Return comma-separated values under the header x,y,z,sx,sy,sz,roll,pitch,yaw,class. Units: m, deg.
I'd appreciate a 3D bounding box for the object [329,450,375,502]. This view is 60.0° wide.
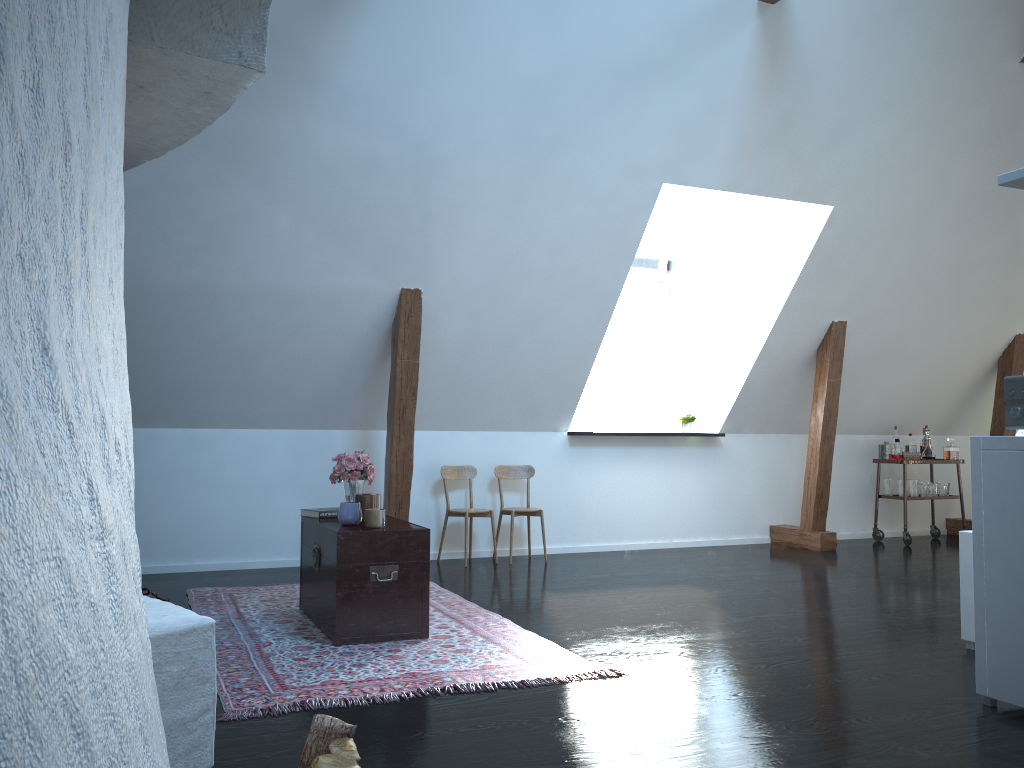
x,y,z,sx,sy,sz,roll,pitch,yaw,class
-0.832,0.514,4.593,0.234,0.351,0.235,-1,-4,27,object

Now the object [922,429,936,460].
x,y,z,sx,sy,sz,roll,pitch,yaw,class
3.695,0.548,7.867,0.114,0.292,0.114,-2,-4,39,object

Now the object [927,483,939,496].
x,y,z,sx,sy,sz,roll,pitch,yaw,class
3.758,0.945,7.915,0.095,0.119,0.095,-2,-4,29,object

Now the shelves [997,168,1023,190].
x,y,z,sx,sy,sz,roll,pitch,yaw,class
2.286,-0.771,2.563,0.478,0.038,1.604,2,-4,-23,shelves

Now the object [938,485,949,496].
x,y,z,sx,sy,sz,roll,pitch,yaw,class
3.856,0.957,7.929,0.092,0.099,0.092,-3,-5,45,object

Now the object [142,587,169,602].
x,y,z,sx,sy,sz,roll,pitch,yaw,class
-1.959,1.136,4.762,0.101,0.090,0.277,-1,-4,24,object

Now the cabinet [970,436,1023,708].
x,y,z,sx,sy,sz,roll,pitch,yaw,class
2.044,0.628,2.795,0.638,0.921,0.869,2,-4,-23,cabinet

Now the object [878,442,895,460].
x,y,z,sx,sy,sz,roll,pitch,yaw,class
3.359,0.608,7.946,0.135,0.182,0.052,0,-4,14,object

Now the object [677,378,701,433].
x,y,z,sx,sy,sz,roll,pitch,yaw,class
1.489,0.181,7.447,0.131,0.461,0.309,1,-3,-4,object

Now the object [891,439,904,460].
x,y,z,sx,sy,sz,roll,pitch,yaw,class
3.400,0.585,7.819,0.087,0.206,0.087,0,-3,2,object

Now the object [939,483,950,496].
x,y,z,sx,sy,sz,roll,pitch,yaw,class
3.912,0.953,8.025,0.095,0.119,0.095,-2,-4,29,object

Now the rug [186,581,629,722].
x,y,z,sx,sy,sz,roll,pitch,yaw,class
-0.747,1.155,4.299,1.512,0.029,2.647,2,-4,-23,rug

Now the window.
x,y,z,sx,sy,sz,roll,pitch,yaw,class
3.800,-1.805,5.637,8.018,4.249,5.959,2,-4,-23,window

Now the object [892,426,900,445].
x,y,z,sx,sy,sz,roll,pitch,yaw,class
3.466,0.541,8.005,0.073,0.320,0.073,3,-4,-32,object

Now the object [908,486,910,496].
x,y,z,sx,sy,sz,roll,pitch,yaw,class
3.540,0.958,7.974,0.092,0.099,0.092,-3,-5,45,object

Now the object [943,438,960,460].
x,y,z,sx,sy,sz,roll,pitch,yaw,class
3.963,0.597,7.995,0.101,0.211,0.101,1,-3,-8,object

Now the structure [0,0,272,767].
x,y,z,sx,sy,sz,roll,pitch,yaw,class
-1.609,-1.413,0.513,3.049,4.752,3.058,1,-4,-14,structure

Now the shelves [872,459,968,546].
x,y,z,sx,sy,sz,roll,pitch,yaw,class
3.663,1.043,7.961,0.803,0.732,0.438,2,-4,-27,shelves

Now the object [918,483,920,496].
x,y,z,sx,sy,sz,roll,pitch,yaw,class
3.638,0.950,8.017,0.095,0.119,0.095,-2,-4,29,object

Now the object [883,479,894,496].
x,y,z,sx,sy,sz,roll,pitch,yaw,class
3.373,0.927,7.943,0.087,0.155,0.087,-2,-4,40,object

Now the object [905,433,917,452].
x,y,z,sx,sy,sz,roll,pitch,yaw,class
3.644,0.580,8.104,0.099,0.257,0.067,1,-4,-18,object

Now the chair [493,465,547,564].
x,y,z,sx,sy,sz,roll,pitch,yaw,class
0.061,0.953,6.556,0.329,0.696,0.342,2,-4,-21,chair

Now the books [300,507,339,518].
x,y,z,sx,sy,sz,roll,pitch,yaw,class
-0.961,0.676,4.668,0.243,0.034,0.179,4,-5,-45,books

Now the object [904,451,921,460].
x,y,z,sx,sy,sz,roll,pitch,yaw,class
3.546,0.647,7.871,0.151,0.092,0.245,0,-3,6,object

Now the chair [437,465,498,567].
x,y,z,sx,sy,sz,roll,pitch,yaw,class
-0.319,0.942,6.418,0.329,0.696,0.342,3,-4,-40,chair

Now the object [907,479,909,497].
x,y,z,sx,sy,sz,roll,pitch,yaw,class
3.481,0.924,7.879,0.087,0.155,0.087,-2,-4,40,object

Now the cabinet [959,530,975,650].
x,y,z,sx,sy,sz,roll,pitch,yaw,class
2.574,0.901,3.835,1.069,0.507,0.623,2,-4,-23,cabinet

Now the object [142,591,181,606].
x,y,z,sx,sy,sz,roll,pitch,yaw,class
-1.867,1.129,4.631,0.277,0.090,0.101,3,-4,-34,object

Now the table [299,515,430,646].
x,y,z,sx,sy,sz,roll,pitch,yaw,class
-0.737,0.917,4.349,0.471,0.492,0.962,2,-4,-23,table

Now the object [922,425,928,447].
x,y,z,sx,sy,sz,roll,pitch,yaw,class
3.771,0.541,8.062,0.080,0.329,0.080,3,-4,-32,object

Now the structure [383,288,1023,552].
x,y,z,sx,sy,sz,roll,pitch,yaw,class
2.706,0.417,7.671,12.350,1.963,1.023,2,-4,-23,structure

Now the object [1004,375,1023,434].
x,y,z,sx,sy,sz,roll,pitch,yaw,class
2.031,0.073,3.014,0.496,0.211,0.435,2,-4,-23,object

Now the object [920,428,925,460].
x,y,z,sx,sy,sz,roll,pitch,yaw,class
3.814,0.562,8.193,0.081,0.308,0.081,2,-4,-31,object

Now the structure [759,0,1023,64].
x,y,z,sx,sy,sz,roll,pitch,yaw,class
3.154,-2.687,2.522,15.910,3.562,10.230,1,-4,-17,structure

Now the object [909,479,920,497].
x,y,z,sx,sy,sz,roll,pitch,yaw,class
3.533,0.919,7.788,0.087,0.155,0.087,-2,-4,40,object

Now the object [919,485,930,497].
x,y,z,sx,sy,sz,roll,pitch,yaw,class
3.662,0.952,7.867,0.092,0.099,0.092,-3,-5,45,object

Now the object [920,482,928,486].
x,y,z,sx,sy,sz,roll,pitch,yaw,class
3.757,0.953,8.044,0.095,0.119,0.095,-2,-4,29,object

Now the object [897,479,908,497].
x,y,z,sx,sy,sz,roll,pitch,yaw,class
3.433,0.918,7.793,0.087,0.155,0.087,-2,-4,40,object

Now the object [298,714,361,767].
x,y,z,sx,sy,sz,roll,pitch,yaw,class
-0.366,0.759,1.417,0.270,0.370,0.240,2,-4,-23,object

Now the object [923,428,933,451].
x,y,z,sx,sy,sz,roll,pitch,yaw,class
3.739,0.549,7.978,0.081,0.307,0.081,1,-4,-17,object

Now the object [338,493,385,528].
x,y,z,sx,sy,sz,roll,pitch,yaw,class
-0.725,0.602,4.247,0.215,0.138,0.413,1,-4,-11,object
